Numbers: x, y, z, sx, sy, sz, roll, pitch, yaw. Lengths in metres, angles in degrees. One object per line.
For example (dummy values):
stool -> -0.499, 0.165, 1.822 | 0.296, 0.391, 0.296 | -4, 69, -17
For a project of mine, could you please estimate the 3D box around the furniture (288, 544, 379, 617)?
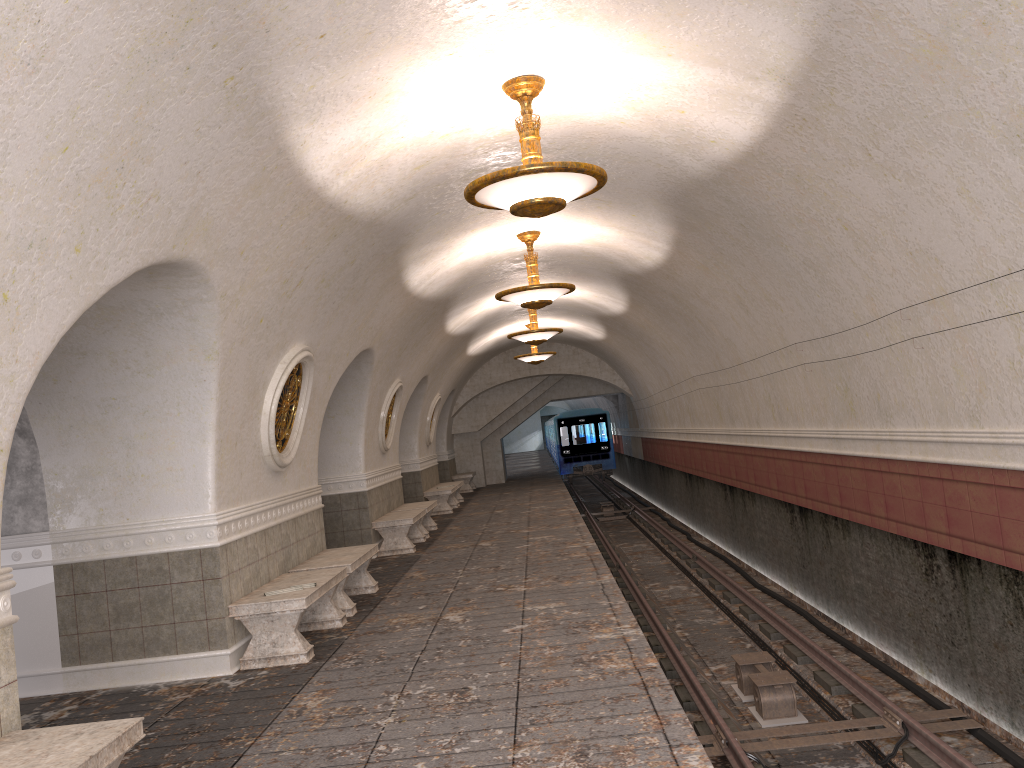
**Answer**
furniture -> -1.800, 2.047, 9.241 | 0.613, 0.508, 1.509 | -7, -3, 1

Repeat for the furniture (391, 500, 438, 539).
furniture -> -1.645, 2.345, 15.253 | 0.613, 0.508, 1.509 | -7, -3, 1

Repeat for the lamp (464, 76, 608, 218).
lamp -> 0.135, -1.634, 6.221 | 1.008, 0.955, 1.008 | -6, -3, -15

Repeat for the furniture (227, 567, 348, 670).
furniture -> -1.843, 1.964, 7.562 | 0.613, 0.508, 1.509 | -7, -3, 1

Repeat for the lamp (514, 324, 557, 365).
lamp -> 0.508, -0.918, 20.686 | 1.008, 0.955, 1.008 | -4, -4, -43

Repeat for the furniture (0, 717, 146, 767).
furniture -> -1.954, 1.749, 3.242 | 0.613, 0.508, 1.509 | -7, -3, 1

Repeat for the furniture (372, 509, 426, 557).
furniture -> -1.688, 2.262, 13.574 | 0.613, 0.508, 1.509 | -7, -3, 1

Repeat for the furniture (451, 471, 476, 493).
furniture -> -1.373, 2.868, 25.820 | 0.613, 0.508, 1.509 | -7, -3, 1

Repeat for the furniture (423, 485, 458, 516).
furniture -> -1.535, 2.557, 19.527 | 0.613, 0.508, 1.509 | -7, -3, 1

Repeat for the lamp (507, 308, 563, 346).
lamp -> 0.384, -1.157, 15.864 | 1.008, 0.955, 1.008 | -7, -3, 17

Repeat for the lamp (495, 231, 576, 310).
lamp -> 0.260, -1.395, 11.043 | 1.008, 0.955, 1.008 | -7, -3, 17

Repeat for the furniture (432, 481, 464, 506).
furniture -> -1.492, 2.640, 21.206 | 0.613, 0.508, 1.509 | -7, -3, 1
